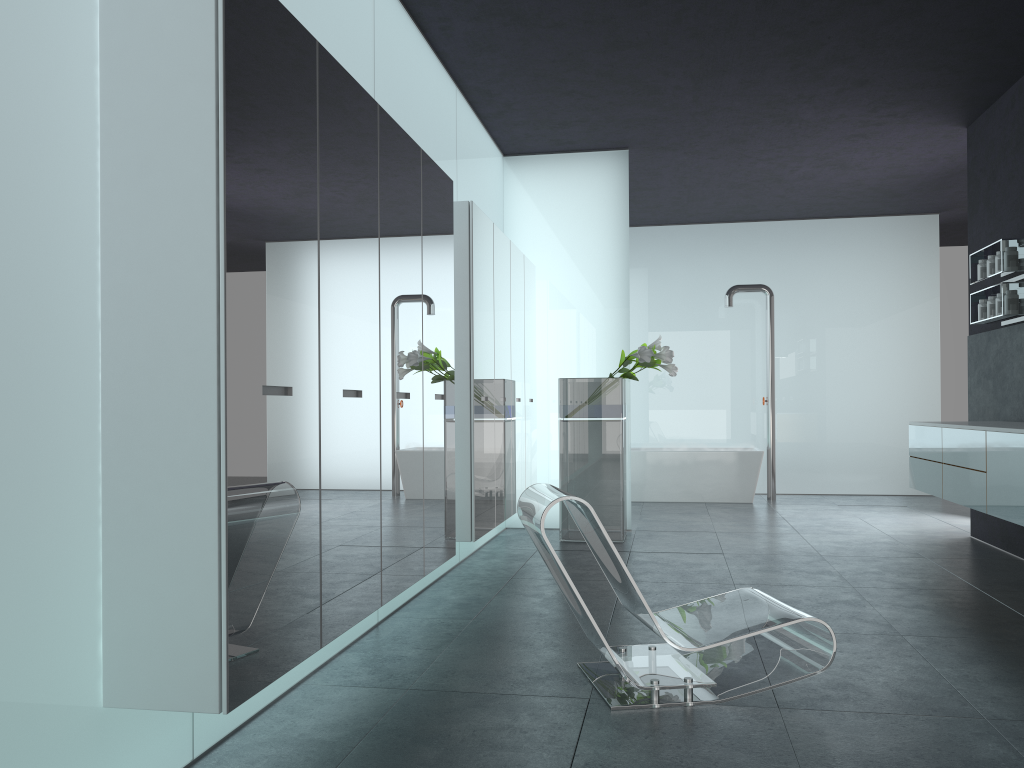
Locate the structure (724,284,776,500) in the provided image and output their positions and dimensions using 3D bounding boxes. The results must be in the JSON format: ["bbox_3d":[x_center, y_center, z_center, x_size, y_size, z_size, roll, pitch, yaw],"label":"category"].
[{"bbox_3d":[3.116,0.131,11.597,0.643,2.871,0.123,0,0,10],"label":"structure"}]

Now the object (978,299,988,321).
[{"bbox_3d":[3.889,-0.603,7.297,0.096,0.184,0.068,0,0,2],"label":"object"}]

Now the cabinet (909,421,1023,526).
[{"bbox_3d":[3.227,0.524,4.684,0.734,0.556,5.584,-1,-1,10],"label":"cabinet"}]

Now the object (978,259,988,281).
[{"bbox_3d":[3.887,-0.930,7.298,0.096,0.184,0.068,0,0,2],"label":"object"}]

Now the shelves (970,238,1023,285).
[{"bbox_3d":[3.886,-0.961,7.013,0.265,0.285,0.770,-1,-1,10],"label":"shelves"}]

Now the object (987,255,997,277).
[{"bbox_3d":[3.849,-0.935,7.087,0.096,0.184,0.068,-1,0,19],"label":"object"}]

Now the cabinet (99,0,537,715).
[{"bbox_3d":[-0.489,-0.087,5.529,0.398,2.215,6.005,0,-1,10],"label":"cabinet"}]

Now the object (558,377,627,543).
[{"bbox_3d":[0.765,0.695,8.321,0.585,1.491,0.575,0,0,10],"label":"object"}]

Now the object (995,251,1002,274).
[{"bbox_3d":[3.816,-0.940,6.902,0.096,0.184,0.068,0,0,8],"label":"object"}]

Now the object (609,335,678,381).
[{"bbox_3d":[1.006,-0.081,8.127,1.024,0.779,0.974,0,-1,2],"label":"object"}]

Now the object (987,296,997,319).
[{"bbox_3d":[3.851,-0.608,7.086,0.096,0.184,0.068,-1,0,19],"label":"object"}]

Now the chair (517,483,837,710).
[{"bbox_3d":[0.695,0.892,3.949,1.261,0.871,0.629,0,-1,-8],"label":"chair"}]

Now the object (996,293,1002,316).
[{"bbox_3d":[3.818,-0.612,6.900,0.096,0.184,0.068,0,0,8],"label":"object"}]

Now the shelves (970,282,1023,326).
[{"bbox_3d":[3.888,-0.633,7.012,0.265,0.285,0.770,-1,-1,10],"label":"shelves"}]

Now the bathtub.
[{"bbox_3d":[2.277,1.094,11.746,1.977,0.858,0.960,-1,-1,10],"label":"bathtub"}]
